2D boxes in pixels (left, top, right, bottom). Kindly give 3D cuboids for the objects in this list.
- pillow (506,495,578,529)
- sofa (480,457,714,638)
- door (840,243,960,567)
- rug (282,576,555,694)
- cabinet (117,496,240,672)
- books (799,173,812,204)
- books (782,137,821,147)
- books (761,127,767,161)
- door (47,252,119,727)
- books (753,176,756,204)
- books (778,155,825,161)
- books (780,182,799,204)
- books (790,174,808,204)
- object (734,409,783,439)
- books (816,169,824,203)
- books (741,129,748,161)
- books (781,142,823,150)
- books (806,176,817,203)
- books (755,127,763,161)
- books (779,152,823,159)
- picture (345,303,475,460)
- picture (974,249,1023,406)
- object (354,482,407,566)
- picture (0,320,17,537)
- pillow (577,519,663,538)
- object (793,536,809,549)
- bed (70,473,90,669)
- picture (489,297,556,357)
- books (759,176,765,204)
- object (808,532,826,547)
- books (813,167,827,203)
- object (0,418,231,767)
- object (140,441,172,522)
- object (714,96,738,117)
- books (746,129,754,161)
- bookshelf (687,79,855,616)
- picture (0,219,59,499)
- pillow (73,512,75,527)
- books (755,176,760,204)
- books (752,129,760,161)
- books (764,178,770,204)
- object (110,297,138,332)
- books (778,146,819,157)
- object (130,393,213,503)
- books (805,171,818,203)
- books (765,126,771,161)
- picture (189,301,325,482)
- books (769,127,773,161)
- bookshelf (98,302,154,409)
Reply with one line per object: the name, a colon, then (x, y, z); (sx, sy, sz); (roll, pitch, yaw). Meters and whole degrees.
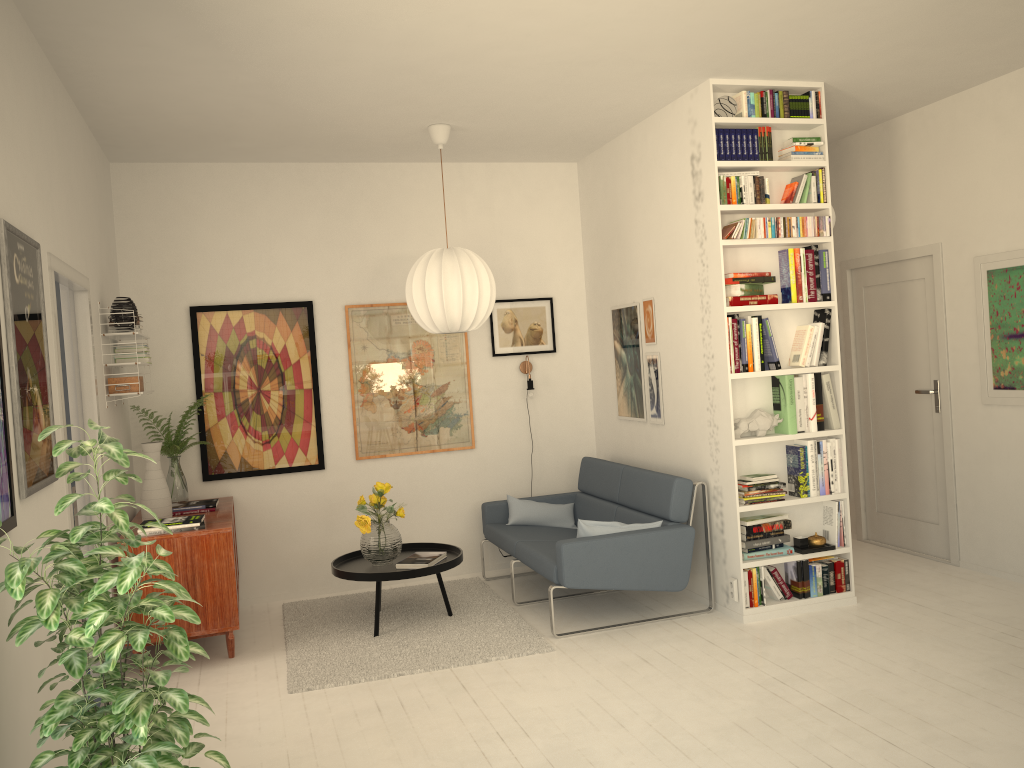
pillow: (0.200, 0.877, 6.092); (0.540, 0.277, 0.157); (-4, 1, -16)
sofa: (0.442, 0.924, 5.507); (0.964, 0.773, 1.603); (-4, 2, -17)
door: (2.651, 0.126, 6.015); (0.166, 2.033, 0.955); (-4, 1, -17)
rug: (-0.635, 1.391, 5.134); (1.304, 0.012, 1.661); (-4, 2, -15)
cabinet: (-1.864, 1.117, 5.097); (0.546, 0.727, 1.262); (-4, 2, -17)
books: (1.592, -1.076, 4.972); (0.065, 0.168, 0.228); (-4, 2, -17)
books: (1.602, -1.343, 4.970); (0.169, 0.032, 0.188); (-4, 2, -12)
books: (1.339, -1.299, 4.905); (0.020, 0.191, 0.205); (-4, 2, -17)
door: (-2.289, 0.530, 3.795); (0.882, 2.033, 0.955); (-4, 1, -17)
books: (1.283, -1.044, 4.862); (0.013, 0.159, 0.176); (-4, 2, -17)
books: (1.592, -1.241, 4.976); (0.214, 0.038, 0.222); (-4, 2, -17)
books: (1.523, -1.051, 4.977); (0.073, 0.129, 0.200); (-4, 2, -17)
books: (1.557, -1.071, 4.975); (0.092, 0.165, 0.222); (-4, 2, -17)
object: (1.331, 0.212, 4.853); (0.311, 0.150, 0.137); (-4, 1, -9)
books: (1.679, -1.092, 4.999); (0.014, 0.188, 0.218); (-4, 2, -17)
books: (1.226, -1.285, 4.862); (0.034, 0.178, 0.188); (-4, 2, -17)
books: (1.600, -1.318, 4.952); (0.179, 0.016, 0.208); (-4, 2, -12)
books: (1.636, -1.070, 4.981); (0.030, 0.153, 0.199); (-4, 2, -17)
books: (1.318, -1.298, 4.902); (0.020, 0.191, 0.205); (-4, 2, -17)
books: (1.593, -1.270, 4.974); (0.200, 0.018, 0.208); (-4, 2, -17)
picture: (-0.696, -0.038, 6.137); (0.838, 1.052, 0.012); (-4, 1, -17)
picture: (2.898, -0.313, 4.888); (0.012, 0.876, 0.822); (-4, 1, -17)
object: (-0.778, 0.814, 5.166); (0.291, 0.471, 0.361); (-3, 1, 21)
picture: (-1.420, -0.076, 2.338); (0.018, 0.999, 0.546); (-4, 1, -17)
pillow: (0.572, 0.877, 4.871); (0.533, 0.353, 0.141); (-4, 1, -18)
object: (1.609, 0.882, 4.937); (0.058, 0.055, 0.058); (-4, 2, -17)
bed: (-3.168, 1.087, 4.868); (1.656, 0.973, 0.933); (-4, 2, -17)
picture: (0.077, -0.411, 6.374); (0.481, 0.402, 0.015); (-4, 1, -17)
books: (1.328, -1.044, 4.861); (0.023, 0.153, 0.176); (-4, 2, -17)
object: (2.521, 0.345, 4.332); (0.778, 1.711, 2.088); (-5, 2, -36)
books: (1.697, -1.099, 5.002); (0.022, 0.198, 0.212); (-4, 2, -17)
object: (-1.004, 0.794, 2.196); (0.568, 1.424, 0.514); (-3, 1, 26)
object: (-1.959, 0.543, 4.862); (0.160, 0.445, 0.158); (-3, 1, 23)
object: (1.148, -1.485, 4.776); (0.131, 0.131, 0.131); (-4, 2, -21)
books: (1.260, -1.288, 4.872); (0.034, 0.178, 0.188); (-4, 2, -17)
bookshelf: (1.443, -0.194, 4.933); (0.710, 2.900, 0.249); (-4, 1, -17)
picture: (-1.621, -0.078, 2.990); (0.020, 0.869, 0.525); (-4, 1, -17)
pillow: (-2.547, 0.904, 5.098); (0.237, 0.385, 0.767); (-4, 2, -19)
books: (1.295, -1.044, 4.886); (0.024, 0.155, 0.206); (-4, 2, -17)
books: (1.293, -1.290, 4.883); (0.034, 0.178, 0.188); (-4, 2, -17)
books: (1.359, -1.042, 4.891); (0.020, 0.145, 0.189); (-4, 2, -17)
object: (-2.091, -0.373, 4.781); (0.139, 0.200, 0.139); (-3, 2, 27)
books: (1.580, -1.293, 4.969); (0.173, 0.030, 0.199); (-5, 2, -27)
object: (-2.073, 0.412, 5.497); (0.476, 0.686, 0.398); (-4, 1, -15)
books: (1.657, -1.090, 5.006); (0.022, 0.187, 0.186); (-4, 1, -17)
books: (1.360, -1.301, 4.903); (0.020, 0.191, 0.205); (-4, 2, -17)
picture: (-1.667, 0.038, 5.833); (0.778, 1.133, 0.018); (-4, 1, -17)
books: (1.376, -1.302, 4.920); (0.020, 0.191, 0.205); (-4, 2, -17)
bookshelf: (-2.168, -0.161, 5.014); (0.184, 0.564, 0.695); (-4, 2, -17)
